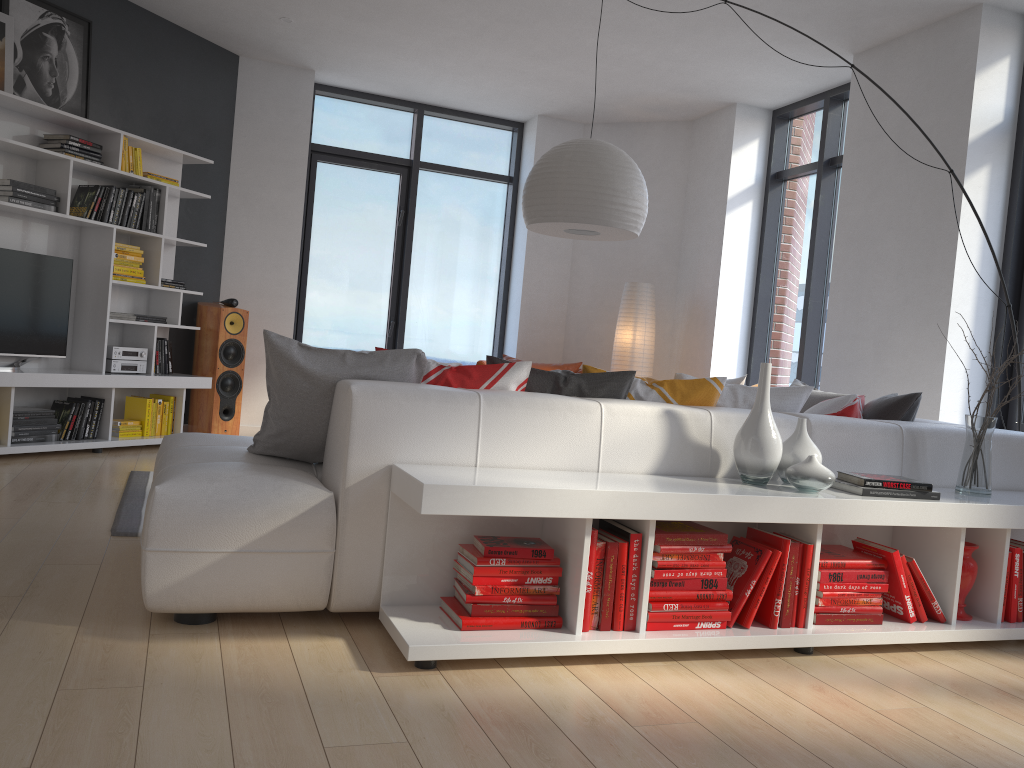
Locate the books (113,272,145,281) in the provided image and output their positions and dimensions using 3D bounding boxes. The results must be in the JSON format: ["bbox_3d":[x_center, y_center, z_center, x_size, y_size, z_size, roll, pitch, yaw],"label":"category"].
[{"bbox_3d":[-2.628,-0.722,5.927,0.203,0.024,0.257,6,2,27],"label":"books"}]

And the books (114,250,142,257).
[{"bbox_3d":[-2.626,-0.876,5.934,0.160,0.022,0.227,7,2,40],"label":"books"}]

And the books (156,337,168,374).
[{"bbox_3d":[-2.503,-0.201,6.243,0.193,0.255,0.066,6,2,24],"label":"books"}]

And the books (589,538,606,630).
[{"bbox_3d":[0.213,0.576,2.633,0.031,0.255,0.181,5,2,-20],"label":"books"}]

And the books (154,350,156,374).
[{"bbox_3d":[-2.553,-0.210,6.148,0.202,0.268,0.053,6,2,24],"label":"books"}]

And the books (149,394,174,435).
[{"bbox_3d":[-2.474,0.214,6.240,0.204,0.270,0.029,6,2,24],"label":"books"}]

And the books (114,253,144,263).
[{"bbox_3d":[-2.625,-0.848,5.939,0.176,0.033,0.239,6,2,28],"label":"books"}]

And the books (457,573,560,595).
[{"bbox_3d":[-0.014,0.580,2.596,0.257,0.025,0.182,5,2,-20],"label":"books"}]

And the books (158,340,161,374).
[{"bbox_3d":[-2.522,-0.192,6.196,0.170,0.236,0.049,6,2,25],"label":"books"}]

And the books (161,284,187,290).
[{"bbox_3d":[-2.432,-0.685,6.242,0.161,0.023,0.213,6,2,28],"label":"books"}]

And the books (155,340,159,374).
[{"bbox_3d":[-2.538,-0.194,6.176,0.189,0.240,0.053,6,2,25],"label":"books"}]

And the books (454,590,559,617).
[{"bbox_3d":[-0.020,0.635,2.598,0.259,0.034,0.206,5,2,-18],"label":"books"}]

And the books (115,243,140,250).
[{"bbox_3d":[-2.640,-0.924,5.939,0.163,0.023,0.223,6,2,29],"label":"books"}]

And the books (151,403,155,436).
[{"bbox_3d":[-2.519,0.237,6.088,0.156,0.229,0.024,6,2,24],"label":"books"}]

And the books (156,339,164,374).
[{"bbox_3d":[-2.505,-0.195,6.213,0.169,0.242,0.050,6,2,24],"label":"books"}]

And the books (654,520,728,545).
[{"bbox_3d":[0.495,0.457,2.731,0.259,0.034,0.206,4,2,-23],"label":"books"}]

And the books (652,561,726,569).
[{"bbox_3d":[0.508,0.537,2.730,0.236,0.023,0.178,5,2,-20],"label":"books"}]

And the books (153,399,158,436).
[{"bbox_3d":[-2.526,0.222,6.115,0.180,0.251,0.019,6,2,24],"label":"books"}]

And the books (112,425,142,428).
[{"bbox_3d":[-2.602,0.278,5.942,0.134,0.014,0.187,6,2,24],"label":"books"}]

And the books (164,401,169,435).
[{"bbox_3d":[-2.482,0.232,6.212,0.172,0.234,0.024,6,2,24],"label":"books"}]

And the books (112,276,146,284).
[{"bbox_3d":[-2.622,-0.696,5.927,0.194,0.028,0.257,6,2,29],"label":"books"}]

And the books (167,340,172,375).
[{"bbox_3d":[-2.484,-0.194,6.267,0.177,0.242,0.066,6,2,24],"label":"books"}]

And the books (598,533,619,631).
[{"bbox_3d":[0.245,0.577,2.646,0.034,0.259,0.207,5,2,-20],"label":"books"}]

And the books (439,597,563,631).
[{"bbox_3d":[-0.036,0.667,2.586,0.301,0.032,0.227,5,2,-20],"label":"books"}]

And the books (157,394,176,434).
[{"bbox_3d":[-2.471,0.213,6.268,0.213,0.270,0.025,6,2,24],"label":"books"}]

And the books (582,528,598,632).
[{"bbox_3d":[0.184,0.556,2.618,0.036,0.294,0.208,5,2,-20],"label":"books"}]

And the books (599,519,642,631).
[{"bbox_3d":[0.316,0.567,2.666,0.049,0.291,0.214,5,2,-21],"label":"books"}]

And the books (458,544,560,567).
[{"bbox_3d":[-0.010,0.501,2.595,0.254,0.025,0.178,5,2,-21],"label":"books"}]

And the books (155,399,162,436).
[{"bbox_3d":[-2.513,0.223,6.139,0.185,0.250,0.035,6,2,24],"label":"books"}]

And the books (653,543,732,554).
[{"bbox_3d":[0.512,0.488,2.730,0.266,0.026,0.187,4,2,-26],"label":"books"}]

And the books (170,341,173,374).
[{"bbox_3d":[-2.499,-0.193,6.311,0.179,0.233,0.077,6,2,24],"label":"books"}]

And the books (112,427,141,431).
[{"bbox_3d":[-2.592,0.295,5.930,0.113,0.018,0.169,6,2,26],"label":"books"}]

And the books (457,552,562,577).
[{"bbox_3d":[-0.010,0.527,2.593,0.269,0.028,0.179,5,2,-19],"label":"books"}]

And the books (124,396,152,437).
[{"bbox_3d":[-2.555,0.219,6.051,0.198,0.255,0.044,6,2,24],"label":"books"}]

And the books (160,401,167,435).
[{"bbox_3d":[-2.490,0.232,6.187,0.172,0.234,0.024,6,2,24],"label":"books"}]

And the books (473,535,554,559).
[{"bbox_3d":[0.002,0.476,2.588,0.206,0.029,0.152,5,2,-14],"label":"books"}]

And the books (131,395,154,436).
[{"bbox_3d":[-2.544,0.217,6.080,0.199,0.263,0.015,6,2,24],"label":"books"}]

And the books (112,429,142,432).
[{"bbox_3d":[-2.609,0.307,5.944,0.148,0.011,0.196,6,2,25],"label":"books"}]

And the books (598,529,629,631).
[{"bbox_3d":[0.284,0.580,2.650,0.042,0.259,0.195,5,2,-20],"label":"books"}]

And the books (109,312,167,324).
[{"bbox_3d":[-2.574,-0.454,6.093,0.250,0.047,0.310,6,2,20],"label":"books"}]

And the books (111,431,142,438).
[{"bbox_3d":[-2.607,0.330,5.942,0.147,0.033,0.190,6,2,24],"label":"books"}]

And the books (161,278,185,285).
[{"bbox_3d":[-2.443,-0.725,6.249,0.161,0.023,0.213,6,2,28],"label":"books"}]

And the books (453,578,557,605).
[{"bbox_3d":[-0.023,0.605,2.586,0.266,0.026,0.187,5,2,-15],"label":"books"}]

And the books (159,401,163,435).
[{"bbox_3d":[-2.503,0.229,6.166,0.169,0.239,0.023,6,2,24],"label":"books"}]

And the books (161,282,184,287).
[{"bbox_3d":[-2.433,-0.705,6.242,0.142,0.015,0.198,6,2,23],"label":"books"}]

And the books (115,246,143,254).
[{"bbox_3d":[-2.618,-0.899,5.939,0.163,0.023,0.223,6,2,29],"label":"books"}]

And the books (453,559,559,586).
[{"bbox_3d":[-0.021,0.553,2.609,0.261,0.028,0.191,5,2,-21],"label":"books"}]

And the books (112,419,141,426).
[{"bbox_3d":[-2.613,0.257,5.943,0.138,0.026,0.186,6,2,24],"label":"books"}]
